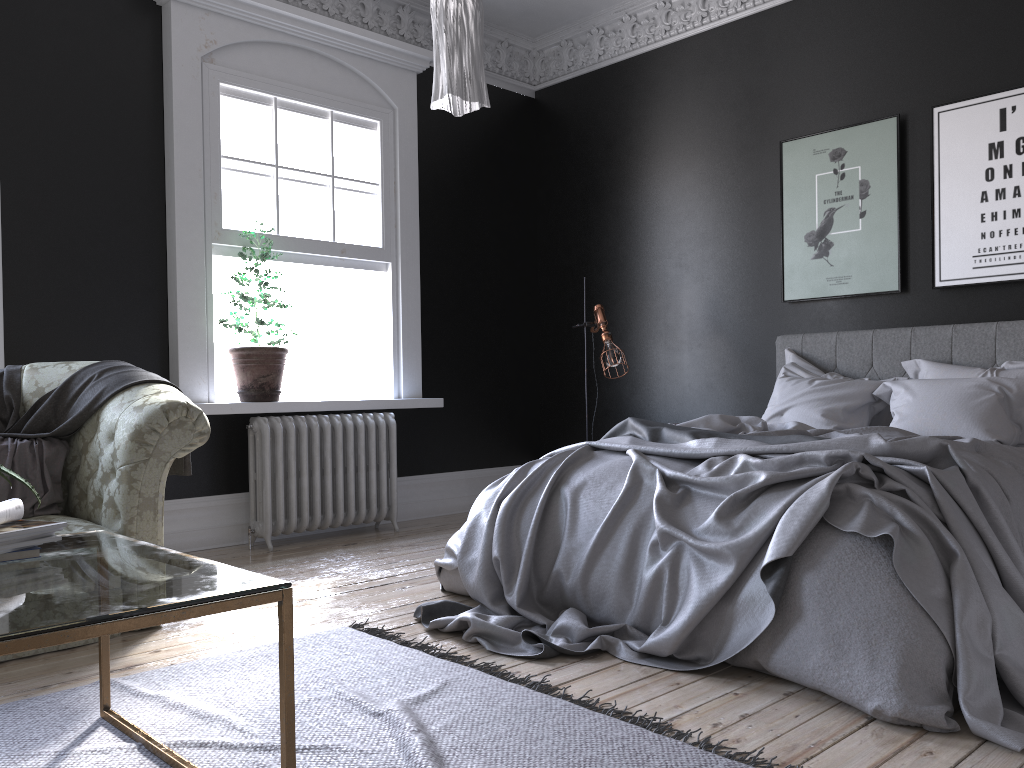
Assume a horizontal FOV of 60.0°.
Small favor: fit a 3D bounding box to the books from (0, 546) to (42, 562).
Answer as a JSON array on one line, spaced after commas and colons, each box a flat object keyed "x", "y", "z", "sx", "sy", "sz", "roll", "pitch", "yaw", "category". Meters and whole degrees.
[{"x": -1.305, "y": 0.420, "z": 2.177, "sx": 0.231, "sy": 0.023, "sz": 0.162, "roll": -1, "pitch": 0, "yaw": -43, "category": "books"}]

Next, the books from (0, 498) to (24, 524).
[{"x": -1.363, "y": 0.348, "z": 2.101, "sx": 0.273, "sy": 0.109, "sz": 0.322, "roll": -1, "pitch": 0, "yaw": -9, "category": "books"}]

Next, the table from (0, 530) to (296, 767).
[{"x": -1.359, "y": 0.711, "z": 1.765, "sx": 1.448, "sy": 0.558, "sz": 1.093, "roll": -1, "pitch": 0, "yaw": -44, "category": "table"}]

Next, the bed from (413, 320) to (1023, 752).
[{"x": 1.259, "y": 0.321, "z": 4.296, "sx": 2.766, "sy": 1.298, "sz": 3.283, "roll": -1, "pitch": 0, "yaw": 35, "category": "bed"}]

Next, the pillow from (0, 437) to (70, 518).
[{"x": -2.398, "y": 0.362, "z": 3.743, "sx": 0.963, "sy": 0.461, "sz": 0.405, "roll": -1, "pitch": 0, "yaw": -37, "category": "pillow"}]

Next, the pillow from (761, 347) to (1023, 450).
[{"x": 2.096, "y": 0.127, "z": 5.025, "sx": 0.680, "sy": 0.760, "sz": 1.830, "roll": -1, "pitch": 0, "yaw": -44, "category": "pillow"}]

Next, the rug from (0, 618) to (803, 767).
[{"x": -1.216, "y": 0.975, "z": 1.693, "sx": 3.644, "sy": 0.050, "sz": 2.106, "roll": -1, "pitch": -1, "yaw": -43, "category": "rug"}]

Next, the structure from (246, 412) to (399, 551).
[{"x": -1.224, "y": 0.622, "z": 5.861, "sx": 1.141, "sy": 0.849, "sz": 0.276, "roll": -1, "pitch": 1, "yaw": -44, "category": "structure"}]

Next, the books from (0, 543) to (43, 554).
[{"x": -1.350, "y": 0.403, "z": 2.127, "sx": 0.252, "sy": 0.011, "sz": 0.318, "roll": -1, "pitch": 0, "yaw": 13, "category": "books"}]

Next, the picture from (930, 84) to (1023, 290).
[{"x": 2.749, "y": -1.103, "z": 4.950, "sx": 0.014, "sy": 1.079, "sz": 0.792, "roll": -2, "pitch": 1, "yaw": -44, "category": "picture"}]

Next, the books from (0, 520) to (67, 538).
[{"x": -1.311, "y": 0.360, "z": 2.163, "sx": 0.252, "sy": 0.011, "sz": 0.318, "roll": -1, "pitch": 0, "yaw": 23, "category": "books"}]

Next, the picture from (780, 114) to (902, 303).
[{"x": 2.075, "y": -1.088, "z": 5.647, "sx": 0.014, "sy": 1.079, "sz": 0.792, "roll": -2, "pitch": 1, "yaw": -44, "category": "picture"}]

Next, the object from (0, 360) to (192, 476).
[{"x": -2.186, "y": 0.183, "z": 4.157, "sx": 1.367, "sy": 0.585, "sz": 0.517, "roll": -1, "pitch": 0, "yaw": 5, "category": "object"}]

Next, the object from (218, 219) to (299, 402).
[{"x": -1.600, "y": -0.452, "z": 5.589, "sx": 0.474, "sy": 1.134, "sz": 0.505, "roll": -1, "pitch": 1, "yaw": -4, "category": "object"}]

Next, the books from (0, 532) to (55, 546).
[{"x": -1.336, "y": 0.382, "z": 2.151, "sx": 0.252, "sy": 0.011, "sz": 0.318, "roll": -1, "pitch": 0, "yaw": 18, "category": "books"}]

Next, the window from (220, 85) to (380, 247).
[{"x": -1.409, "y": -1.394, "z": 5.981, "sx": 1.262, "sy": 1.017, "sz": 0.056, "roll": -1, "pitch": 1, "yaw": -44, "category": "window"}]

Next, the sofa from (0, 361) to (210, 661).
[{"x": -2.802, "y": 0.476, "z": 3.418, "sx": 2.812, "sy": 1.161, "sz": 1.606, "roll": -1, "pitch": 0, "yaw": -43, "category": "sofa"}]

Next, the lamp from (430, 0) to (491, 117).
[{"x": -0.187, "y": -1.887, "z": 2.793, "sx": 0.784, "sy": 2.049, "sz": 0.782, "roll": -1, "pitch": 1, "yaw": 0, "category": "lamp"}]

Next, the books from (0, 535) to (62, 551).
[{"x": -1.325, "y": 0.393, "z": 2.163, "sx": 0.252, "sy": 0.011, "sz": 0.318, "roll": -1, "pitch": 0, "yaw": 28, "category": "books"}]

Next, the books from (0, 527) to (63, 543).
[{"x": -1.318, "y": 0.371, "z": 2.158, "sx": 0.252, "sy": 0.011, "sz": 0.318, "roll": -1, "pitch": 0, "yaw": 18, "category": "books"}]

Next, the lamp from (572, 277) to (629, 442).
[{"x": 0.525, "y": 0.106, "z": 6.760, "sx": 0.437, "sy": 1.779, "sz": 1.718, "roll": -1, "pitch": 0, "yaw": -6, "category": "lamp"}]
